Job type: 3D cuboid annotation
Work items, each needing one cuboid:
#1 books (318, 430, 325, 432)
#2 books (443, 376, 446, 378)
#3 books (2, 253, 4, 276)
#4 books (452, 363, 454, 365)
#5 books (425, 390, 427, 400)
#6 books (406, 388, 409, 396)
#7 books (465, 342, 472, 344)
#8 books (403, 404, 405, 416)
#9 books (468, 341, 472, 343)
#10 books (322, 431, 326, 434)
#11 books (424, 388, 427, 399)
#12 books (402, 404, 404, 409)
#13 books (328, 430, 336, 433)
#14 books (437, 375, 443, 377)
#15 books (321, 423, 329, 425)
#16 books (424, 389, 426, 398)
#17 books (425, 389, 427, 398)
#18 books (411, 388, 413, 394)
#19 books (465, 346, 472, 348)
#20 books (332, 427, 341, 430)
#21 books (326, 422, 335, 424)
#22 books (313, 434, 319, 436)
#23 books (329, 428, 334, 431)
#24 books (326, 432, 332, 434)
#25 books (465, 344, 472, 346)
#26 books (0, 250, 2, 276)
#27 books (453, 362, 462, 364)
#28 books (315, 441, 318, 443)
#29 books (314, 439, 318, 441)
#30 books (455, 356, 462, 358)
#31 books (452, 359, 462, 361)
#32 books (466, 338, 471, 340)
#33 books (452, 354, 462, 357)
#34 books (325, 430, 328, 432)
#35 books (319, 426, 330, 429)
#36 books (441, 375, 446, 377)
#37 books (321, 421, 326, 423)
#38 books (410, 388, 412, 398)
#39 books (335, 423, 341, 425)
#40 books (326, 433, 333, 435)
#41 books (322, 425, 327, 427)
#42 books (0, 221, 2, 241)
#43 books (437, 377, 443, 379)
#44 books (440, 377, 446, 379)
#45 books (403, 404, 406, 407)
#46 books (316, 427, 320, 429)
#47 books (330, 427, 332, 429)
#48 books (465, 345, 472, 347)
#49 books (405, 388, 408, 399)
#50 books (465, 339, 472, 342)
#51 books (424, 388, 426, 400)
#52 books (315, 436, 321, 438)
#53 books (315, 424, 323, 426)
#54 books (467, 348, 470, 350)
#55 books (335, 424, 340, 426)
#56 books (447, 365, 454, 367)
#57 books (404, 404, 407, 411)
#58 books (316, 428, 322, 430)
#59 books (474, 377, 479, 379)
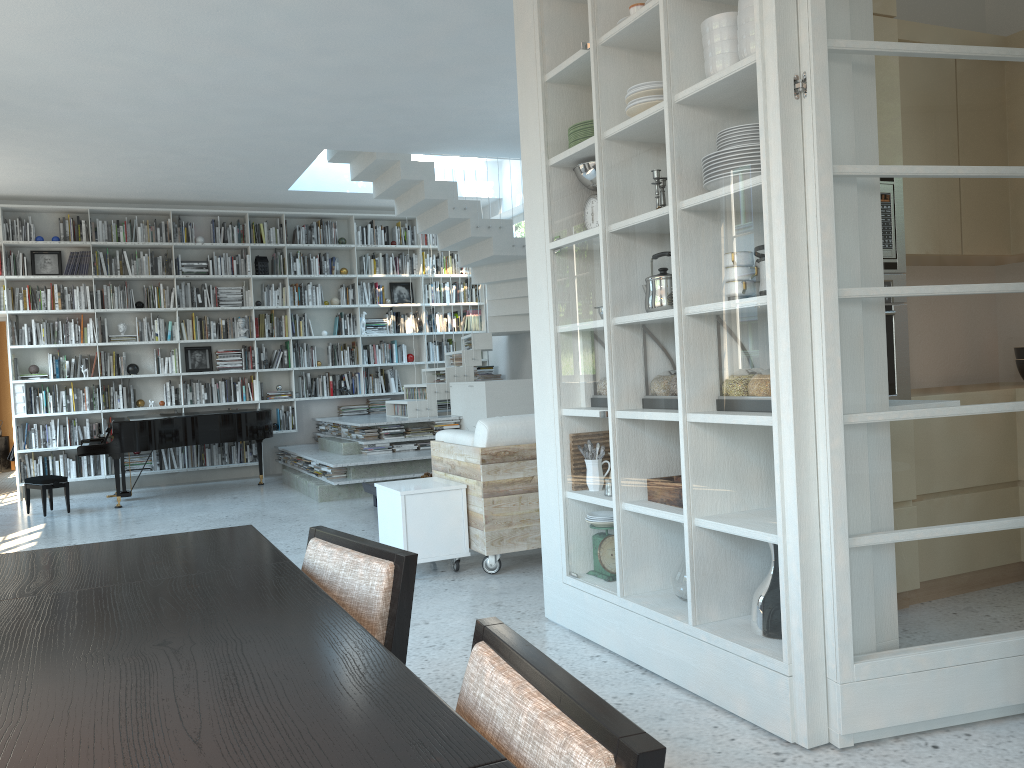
[{"bbox_3d":[-2.280,0.564,10.867,0.163,0.017,0.232,-3,1,-23],"label":"books"},{"bbox_3d":[-0.702,-0.086,10.305,0.149,0.013,0.219,-3,1,-19],"label":"books"},{"bbox_3d":[-5.443,-1.266,9.498,0.037,0.268,0.113,-4,2,-25],"label":"books"},{"bbox_3d":[-0.578,-0.238,10.289,0.199,0.014,0.177,-3,1,-20],"label":"books"},{"bbox_3d":[-0.891,0.109,9.784,0.125,0.123,0.034,-4,2,-24],"label":"books"},{"bbox_3d":[-1.180,0.113,10.417,0.125,0.125,0.009,-4,2,-24],"label":"books"},{"bbox_3d":[-0.429,-0.479,10.315,0.176,0.007,0.254,-3,1,-17],"label":"books"},{"bbox_3d":[-1.176,0.293,10.076,0.125,0.125,0.007,-4,2,-24],"label":"books"},{"bbox_3d":[-0.416,-0.489,10.318,0.144,0.011,0.257,-3,1,-18],"label":"books"},{"bbox_3d":[-2.161,0.576,10.601,0.173,0.017,0.233,-3,1,-26],"label":"books"},{"bbox_3d":[-0.904,0.109,9.813,0.125,0.123,0.034,-4,2,-24],"label":"books"},{"bbox_3d":[-1.185,0.293,10.097,0.125,0.125,0.008,-4,2,-24],"label":"books"},{"bbox_3d":[-2.038,0.546,10.323,0.164,0.023,0.242,-3,1,-21],"label":"books"},{"bbox_3d":[-0.791,-0.101,10.510,0.140,0.022,0.181,-4,1,-31],"label":"books"},{"bbox_3d":[-2.163,0.471,10.600,0.163,0.018,0.289,-3,1,-26],"label":"books"},{"bbox_3d":[-0.901,0.109,9.806,0.125,0.123,0.035,-4,2,-24],"label":"books"},{"bbox_3d":[-0.888,0.109,9.777,0.125,0.123,0.035,-4,2,-24],"label":"books"},{"bbox_3d":[-1.100,0.112,10.242,0.125,0.125,0.007,-4,2,-24],"label":"books"},{"bbox_3d":[-0.434,-0.432,10.314,0.182,0.013,0.287,-3,1,-11],"label":"books"},{"bbox_3d":[-1.922,0.501,10.060,0.179,0.017,0.293,-3,1,-24],"label":"books"},{"bbox_3d":[-2.045,0.452,10.319,0.164,0.015,0.243,-4,1,-30],"label":"books"},{"bbox_3d":[-2.330,0.621,10.882,0.174,0.009,0.240,-3,1,-23],"label":"books"},{"bbox_3d":[-2.029,0.525,10.327,0.154,0.018,0.221,-3,1,-26],"label":"books"},{"bbox_3d":[-2.045,0.564,10.320,0.190,0.012,0.235,-3,1,-27],"label":"books"},{"bbox_3d":[-0.428,-0.457,10.315,0.187,0.009,0.261,-3,1,-15],"label":"books"},{"bbox_3d":[-5.461,-1.278,9.473,0.014,0.294,0.173,-4,2,-25],"label":"books"},{"bbox_3d":[-0.542,-0.243,10.042,0.222,0.011,0.180,-3,1,7],"label":"books"},{"bbox_3d":[-2.318,0.713,10.888,0.163,0.019,0.187,-3,1,-26],"label":"books"},{"bbox_3d":[-2.322,0.678,10.886,0.170,0.012,0.215,-3,1,-25],"label":"books"},{"bbox_3d":[-0.545,-0.303,10.044,0.184,0.016,0.179,-3,1,4],"label":"books"},{"bbox_3d":[-0.544,-0.275,10.042,0.232,0.011,0.171,-3,1,12],"label":"books"},{"bbox_3d":[-0.458,-0.536,10.610,0.165,0.014,0.235,-3,1,-8],"label":"books"},{"bbox_3d":[-0.547,-0.328,10.036,0.234,0.025,0.157,-3,1,13],"label":"books"},{"bbox_3d":[-2.145,0.556,10.608,0.131,0.021,0.240,-3,1,-23],"label":"books"},{"bbox_3d":[-2.176,0.515,10.595,0.189,0.030,0.237,-3,1,-28],"label":"books"},{"bbox_3d":[-0.715,-0.098,10.299,0.189,0.012,0.155,-3,1,-21],"label":"books"},{"bbox_3d":[-2.173,0.446,10.596,0.171,0.020,0.193,-4,1,-30],"label":"books"},{"bbox_3d":[-1.119,0.112,10.284,0.125,0.125,0.007,-4,2,-24],"label":"books"},{"bbox_3d":[-1.915,0.444,10.063,0.139,0.028,0.261,-3,1,-20],"label":"books"},{"bbox_3d":[-2.040,0.576,10.322,0.183,0.012,0.296,-3,1,-26],"label":"books"},{"bbox_3d":[-2.166,0.496,10.599,0.171,0.007,0.206,-3,1,-23],"label":"books"},{"bbox_3d":[-5.437,-1.625,9.442,0.024,0.252,0.235,-4,1,-25],"label":"books"},{"bbox_3d":[-0.790,-0.072,10.511,0.145,0.015,0.166,-4,1,-30],"label":"books"},{"bbox_3d":[-0.713,-0.072,10.301,0.184,0.014,0.225,-3,1,-27],"label":"books"},{"bbox_3d":[-1.169,0.292,10.061,0.125,0.125,0.008,-4,2,-24],"label":"books"},{"bbox_3d":[-2.286,0.532,10.864,0.179,0.012,0.261,-3,1,-25],"label":"books"},{"bbox_3d":[-2.026,0.509,10.328,0.150,0.013,0.215,-3,1,-25],"label":"books"},{"bbox_3d":[-0.435,-0.445,10.313,0.191,0.014,0.243,-3,1,-12],"label":"books"},{"bbox_3d":[-1.199,0.114,10.459,0.125,0.125,0.008,-4,2,-24],"label":"books"},{"bbox_3d":[-0.435,-0.509,10.313,0.191,0.013,0.243,-3,1,-14],"label":"books"},{"bbox_3d":[-0.912,0.108,9.829,0.125,0.125,0.011,-4,2,-24],"label":"books"},{"bbox_3d":[-2.325,0.644,10.885,0.159,0.009,0.210,-3,1,-21],"label":"books"},{"bbox_3d":[-2.294,0.492,10.860,0.171,0.015,0.253,-4,1,-30],"label":"books"},{"bbox_3d":[-0.446,-0.422,10.614,0.149,0.014,0.228,-3,1,-13],"label":"books"},{"bbox_3d":[-1.904,0.464,10.068,0.128,0.013,0.296,-3,1,-27],"label":"books"},{"bbox_3d":[-0.631,-0.218,10.563,0.190,0.018,0.287,-3,1,-26],"label":"books"},{"bbox_3d":[-1.156,0.292,10.034,0.125,0.125,0.008,-4,2,-24],"label":"books"},{"bbox_3d":[-2.289,0.547,10.863,0.175,0.017,0.265,-3,1,-22],"label":"books"},{"bbox_3d":[-0.360,-0.082,11.327,0.206,0.015,0.144,-3,1,-28],"label":"books"}]
